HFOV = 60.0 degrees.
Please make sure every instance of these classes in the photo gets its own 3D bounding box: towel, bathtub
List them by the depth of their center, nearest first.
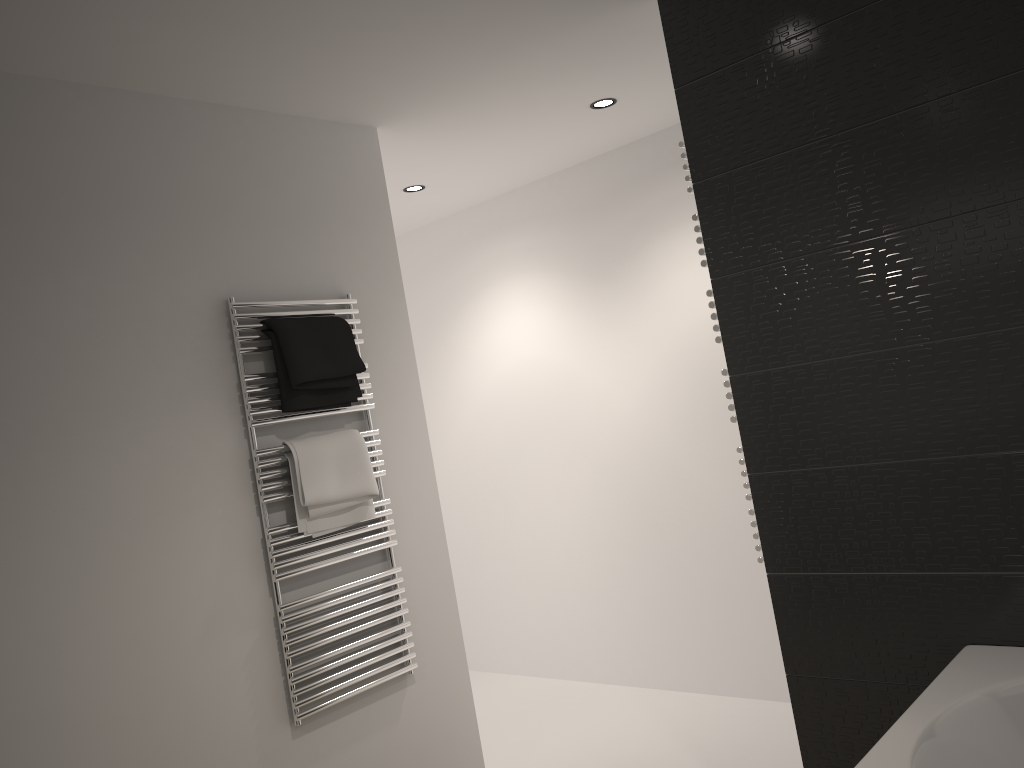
[{"bbox_3d":[1.604,0.849,1.011,2.172,0.677,1.010,-12,-3,42],"label":"bathtub"},{"bbox_3d":[-0.566,0.309,2.794,0.098,0.310,0.303,-13,-4,43],"label":"towel"},{"bbox_3d":[-0.618,-0.069,2.816,0.140,0.310,0.301,-12,-3,39],"label":"towel"}]

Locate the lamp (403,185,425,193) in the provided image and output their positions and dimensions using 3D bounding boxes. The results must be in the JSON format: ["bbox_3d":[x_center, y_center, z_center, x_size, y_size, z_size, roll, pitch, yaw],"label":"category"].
[{"bbox_3d":[-0.464,-0.927,4.209,0.105,0.004,0.105,-10,-2,3],"label":"lamp"}]

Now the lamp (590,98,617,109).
[{"bbox_3d":[0.356,-1.092,3.453,0.106,0.004,0.105,-9,-2,-33],"label":"lamp"}]

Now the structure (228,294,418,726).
[{"bbox_3d":[-0.590,0.349,2.816,0.039,1.294,0.473,-13,-4,42],"label":"structure"}]

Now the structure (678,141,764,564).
[{"bbox_3d":[0.769,-0.126,2.753,0.039,1.294,0.473,-13,-4,42],"label":"structure"}]
